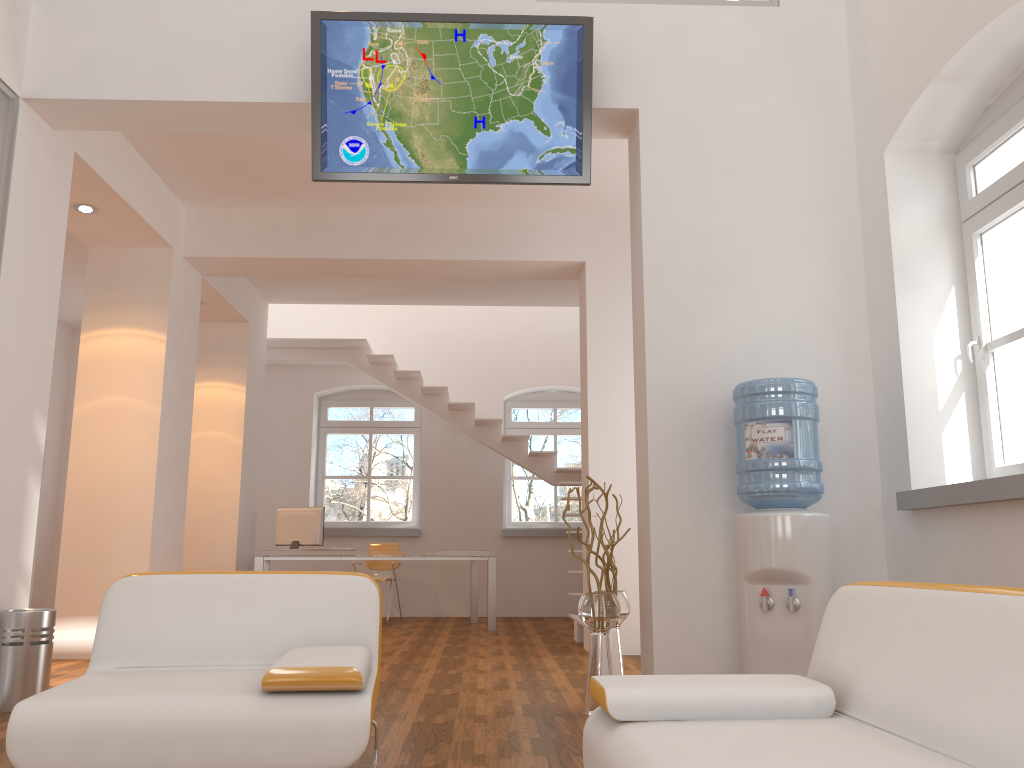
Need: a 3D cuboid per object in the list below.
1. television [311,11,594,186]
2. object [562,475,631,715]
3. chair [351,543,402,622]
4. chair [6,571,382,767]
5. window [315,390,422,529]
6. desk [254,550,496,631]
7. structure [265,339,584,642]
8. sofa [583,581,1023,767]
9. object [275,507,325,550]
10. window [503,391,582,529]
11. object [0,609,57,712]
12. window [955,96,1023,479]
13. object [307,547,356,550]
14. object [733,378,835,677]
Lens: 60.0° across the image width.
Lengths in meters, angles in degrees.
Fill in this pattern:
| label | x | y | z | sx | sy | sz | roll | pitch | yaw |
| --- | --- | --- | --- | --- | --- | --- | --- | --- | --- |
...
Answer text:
| label | x | y | z | sx | sy | sz | roll | pitch | yaw |
| --- | --- | --- | --- | --- | --- | --- | --- | --- | --- |
| television | -0.296 | -1.414 | 4.412 | 1.388 | 0.803 | 0.266 | 0 | -11 | -2 |
| object | 0.459 | 1.016 | 4.411 | 0.284 | 1.112 | 0.655 | -4 | -11 | 19 |
| chair | -1.480 | 2.159 | 9.701 | 0.495 | 0.829 | 0.464 | -2 | -11 | 13 |
| chair | -0.874 | 0.913 | 2.699 | 0.923 | 0.661 | 0.825 | 1 | -11 | -7 |
| window | -1.757 | 0.930 | 10.942 | 1.308 | 1.737 | 0.142 | 0 | -11 | -2 |
| desk | -1.358 | 2.028 | 8.762 | 2.239 | 0.750 | 1.092 | 2 | -11 | -12 |
| structure | -0.684 | 0.892 | 8.870 | 4.630 | 3.042 | 3.450 | 0 | -11 | -2 |
| sofa | 0.646 | 0.656 | 1.327 | 0.825 | 0.661 | 2.010 | 1 | -11 | -3 |
| object | -2.098 | 1.403 | 8.607 | 0.516 | 0.418 | 0.245 | -6 | -12 | 28 |
| window | 0.535 | 0.947 | 11.010 | 1.308 | 1.737 | 0.142 | 0 | -11 | -2 |
| object | -2.345 | 1.317 | 4.256 | 0.248 | 0.450 | 0.248 | -9 | -14 | 41 |
| window | 2.149 | -0.428 | 3.474 | 0.142 | 1.627 | 1.302 | 0 | -11 | -2 |
| object | -1.827 | 1.674 | 8.993 | 0.467 | 0.031 | 0.200 | -1 | -11 | 8 |
| object | 1.204 | 0.734 | 3.938 | 0.436 | 1.490 | 0.436 | 3 | -11 | -16 |
